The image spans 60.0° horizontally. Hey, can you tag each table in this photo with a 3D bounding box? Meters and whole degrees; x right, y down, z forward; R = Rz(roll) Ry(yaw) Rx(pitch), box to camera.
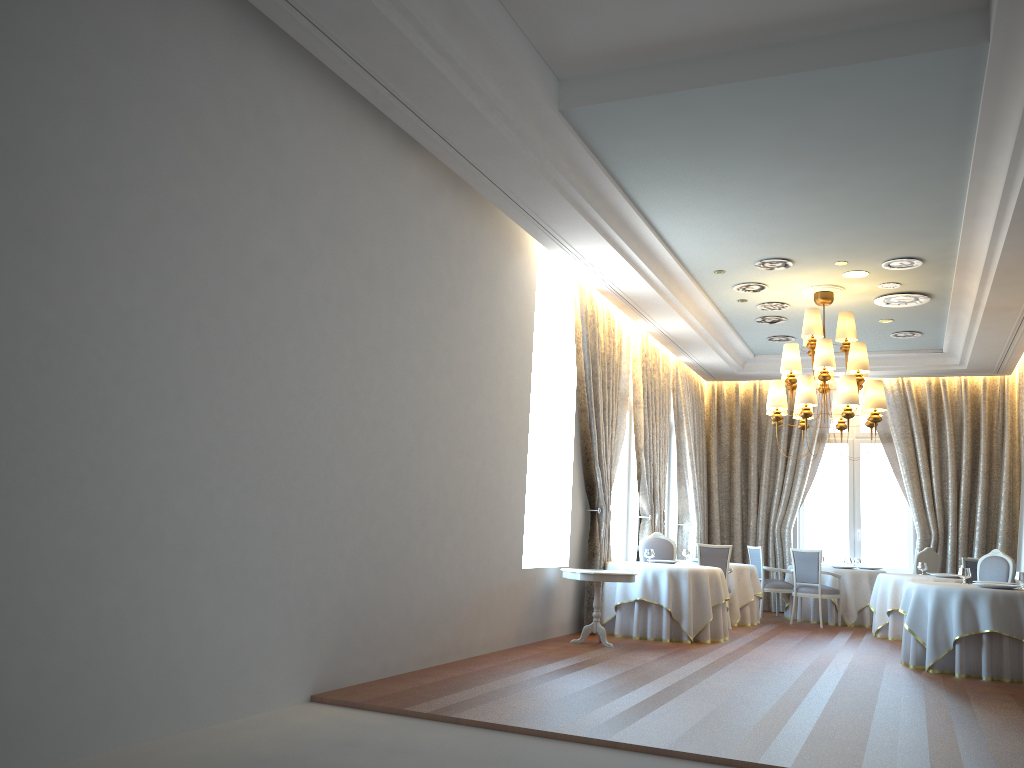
[{"bbox_3d":[2.873,3.096,13.182,1.667,0.890,1.663,0,-10,18],"label":"table"},{"bbox_3d":[4.826,2.503,8.988,1.663,0.890,1.667,1,-10,13],"label":"table"},{"bbox_3d":[1.802,2.646,10.813,1.663,0.890,1.667,1,-10,13],"label":"table"},{"bbox_3d":[5.181,3.372,14.107,1.667,0.890,1.663,-6,-13,42],"label":"table"},{"bbox_3d":[0.918,2.416,9.521,0.761,0.801,0.760,8,-10,-26],"label":"table"},{"bbox_3d":[5.717,3.034,11.898,1.663,0.890,1.667,-4,-12,38],"label":"table"}]

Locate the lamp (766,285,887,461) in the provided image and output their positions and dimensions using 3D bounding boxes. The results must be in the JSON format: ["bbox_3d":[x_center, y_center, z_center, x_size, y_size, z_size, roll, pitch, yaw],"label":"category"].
[{"bbox_3d":[3.854,-0.138,10.948,1.373,2.121,1.373,8,-11,-28],"label":"lamp"}]

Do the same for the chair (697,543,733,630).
[{"bbox_3d":[2.693,2.749,12.144,0.650,1.108,0.629,3,-9,-1],"label":"chair"}]

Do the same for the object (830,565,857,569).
[{"bbox_3d":[5.135,2.839,13.742,0.419,0.036,0.419,-1,-10,23],"label":"object"}]

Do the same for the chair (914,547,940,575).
[{"bbox_3d":[5.987,3.056,13.286,0.563,1.233,0.690,8,-10,-25],"label":"chair"}]

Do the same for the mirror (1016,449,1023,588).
[{"bbox_3d":[6.039,1.810,10.207,0.385,2.564,2.251,-1,-10,24],"label":"mirror"}]

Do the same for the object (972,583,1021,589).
[{"bbox_3d":[4.721,1.969,8.637,0.419,0.036,0.419,-1,-10,23],"label":"object"}]

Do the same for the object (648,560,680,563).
[{"bbox_3d":[1.928,2.260,11.284,0.419,0.036,0.419,-1,-10,23],"label":"object"}]

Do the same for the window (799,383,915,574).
[{"bbox_3d":[5.998,1.600,15.542,1.881,3.306,0.196,-1,-10,24],"label":"window"}]

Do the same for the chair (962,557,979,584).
[{"bbox_3d":[5.617,2.703,10.931,0.650,1.108,0.629,4,-9,-6],"label":"chair"}]

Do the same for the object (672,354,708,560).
[{"bbox_3d":[3.098,1.478,15.243,0.386,4.901,2.121,-1,-10,24],"label":"object"}]

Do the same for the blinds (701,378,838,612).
[{"bbox_3d":[4.477,1.592,15.770,2.535,4.901,0.386,-1,-10,24],"label":"blinds"}]

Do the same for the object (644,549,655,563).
[{"bbox_3d":[1.714,2.146,11.055,0.128,0.165,0.128,2,-9,6],"label":"object"}]

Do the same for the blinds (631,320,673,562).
[{"bbox_3d":[2.161,1.060,13.309,0.335,4.969,2.257,-1,-10,24],"label":"blinds"}]

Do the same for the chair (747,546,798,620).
[{"bbox_3d":[4.131,3.156,14.136,0.629,1.108,0.650,5,-10,-10],"label":"chair"}]

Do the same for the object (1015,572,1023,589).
[{"bbox_3d":[5.040,1.941,8.759,0.128,0.165,0.128,-1,-10,24],"label":"object"}]

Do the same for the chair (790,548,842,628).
[{"bbox_3d":[4.481,3.017,13.187,0.650,1.108,0.629,-5,-12,39],"label":"chair"}]

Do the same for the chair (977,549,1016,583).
[{"bbox_3d":[5.160,2.444,9.863,0.690,1.233,0.563,6,-10,-15],"label":"chair"}]

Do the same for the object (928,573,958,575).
[{"bbox_3d":[5.991,2.650,12.334,0.419,0.036,0.419,-1,-10,23],"label":"object"}]

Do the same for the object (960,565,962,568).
[{"bbox_3d":[5.997,2.486,11.737,0.128,0.165,0.128,-1,-10,24],"label":"object"}]

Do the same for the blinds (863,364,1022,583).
[{"bbox_3d":[7.102,1.537,14.597,2.476,4.901,0.386,-1,-10,24],"label":"blinds"}]

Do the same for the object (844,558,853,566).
[{"bbox_3d":[5.316,2.830,14.021,0.128,0.165,0.128,-1,-10,24],"label":"object"}]

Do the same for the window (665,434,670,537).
[{"bbox_3d":[2.333,1.230,14.482,0.196,3.306,1.881,-1,-10,24],"label":"window"}]

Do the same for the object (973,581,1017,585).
[{"bbox_3d":[5.119,2.117,9.399,0.419,0.036,0.419,-1,-10,23],"label":"object"}]

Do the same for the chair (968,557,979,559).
[{"bbox_3d":[6.741,3.065,12.754,0.650,1.108,0.629,-6,-13,44],"label":"chair"}]

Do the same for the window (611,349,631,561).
[{"bbox_3d":[1.395,0.819,12.311,0.259,3.306,1.882,-1,-10,24],"label":"window"}]

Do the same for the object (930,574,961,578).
[{"bbox_3d":[5.695,2.510,11.582,0.419,0.036,0.419,-1,-10,23],"label":"object"}]

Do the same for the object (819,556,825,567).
[{"bbox_3d":[4.885,2.808,14.028,0.128,0.165,0.128,-1,-10,24],"label":"object"}]

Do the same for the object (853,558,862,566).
[{"bbox_3d":[5.596,2.900,14.356,0.128,0.165,0.128,-1,-10,24],"label":"object"}]

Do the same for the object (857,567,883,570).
[{"bbox_3d":[5.656,2.913,14.026,0.419,0.036,0.419,-1,-10,23],"label":"object"}]

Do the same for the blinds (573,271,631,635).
[{"bbox_3d":[1.148,0.640,11.108,0.315,4.930,2.204,-1,-10,24],"label":"blinds"}]

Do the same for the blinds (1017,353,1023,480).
[{"bbox_3d":[7.270,1.135,12.233,0.238,4.819,4.439,-1,-10,24],"label":"blinds"}]

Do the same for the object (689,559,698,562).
[{"bbox_3d":[2.768,2.559,12.815,0.419,0.036,0.419,-1,-10,23],"label":"object"}]

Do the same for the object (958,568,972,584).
[{"bbox_3d":[4.788,2.030,9.377,0.128,0.165,0.128,10,-12,-35],"label":"object"}]

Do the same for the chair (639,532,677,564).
[{"bbox_3d":[1.957,2.572,11.659,0.563,1.233,0.690,3,-9,-1],"label":"chair"}]

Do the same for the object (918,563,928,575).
[{"bbox_3d":[5.692,2.562,12.292,0.128,0.165,0.128,-1,-10,24],"label":"object"}]

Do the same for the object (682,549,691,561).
[{"bbox_3d":[2.677,2.618,13.590,0.128,0.165,0.128,-1,-10,24],"label":"object"}]
